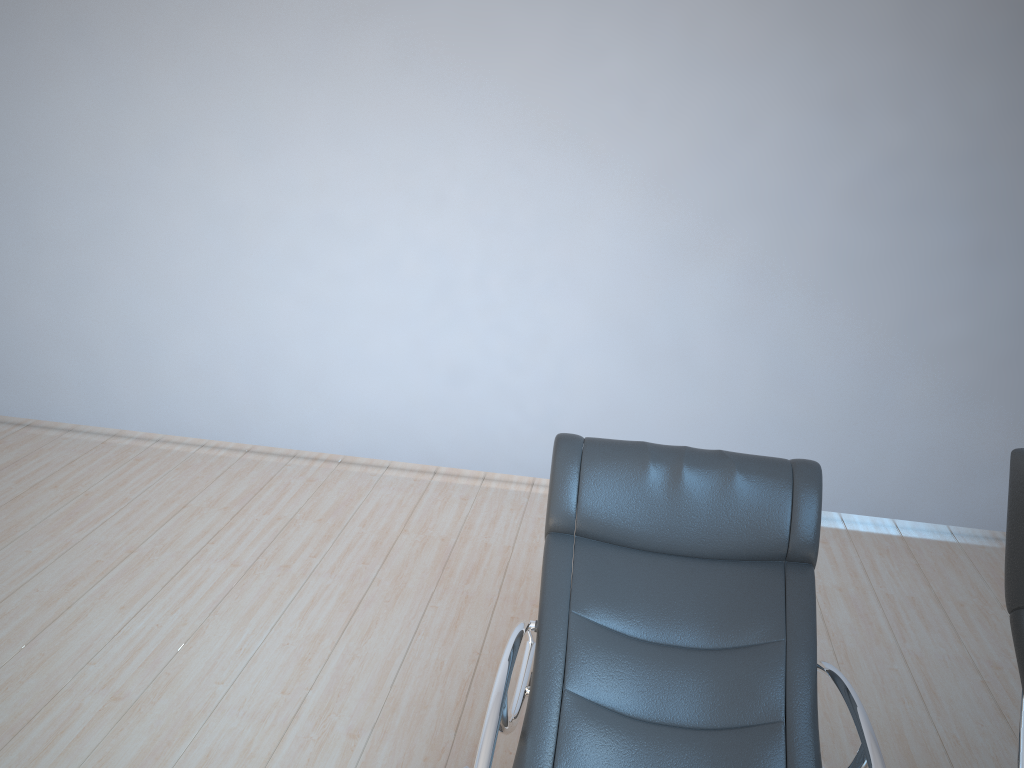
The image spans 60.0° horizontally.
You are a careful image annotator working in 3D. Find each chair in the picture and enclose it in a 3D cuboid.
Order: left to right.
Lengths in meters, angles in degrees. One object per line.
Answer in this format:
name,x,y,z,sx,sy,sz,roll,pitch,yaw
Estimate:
chair,0.325,0.890,1.806,0.836,0.953,2.114,6,19,7
chair,1.218,1.004,1.158,0.836,1.251,1.938,6,19,7

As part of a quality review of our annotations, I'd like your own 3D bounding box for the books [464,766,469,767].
books,0.416,1.790,0.288,1.045,0.222,4.790,-5,20,-24
